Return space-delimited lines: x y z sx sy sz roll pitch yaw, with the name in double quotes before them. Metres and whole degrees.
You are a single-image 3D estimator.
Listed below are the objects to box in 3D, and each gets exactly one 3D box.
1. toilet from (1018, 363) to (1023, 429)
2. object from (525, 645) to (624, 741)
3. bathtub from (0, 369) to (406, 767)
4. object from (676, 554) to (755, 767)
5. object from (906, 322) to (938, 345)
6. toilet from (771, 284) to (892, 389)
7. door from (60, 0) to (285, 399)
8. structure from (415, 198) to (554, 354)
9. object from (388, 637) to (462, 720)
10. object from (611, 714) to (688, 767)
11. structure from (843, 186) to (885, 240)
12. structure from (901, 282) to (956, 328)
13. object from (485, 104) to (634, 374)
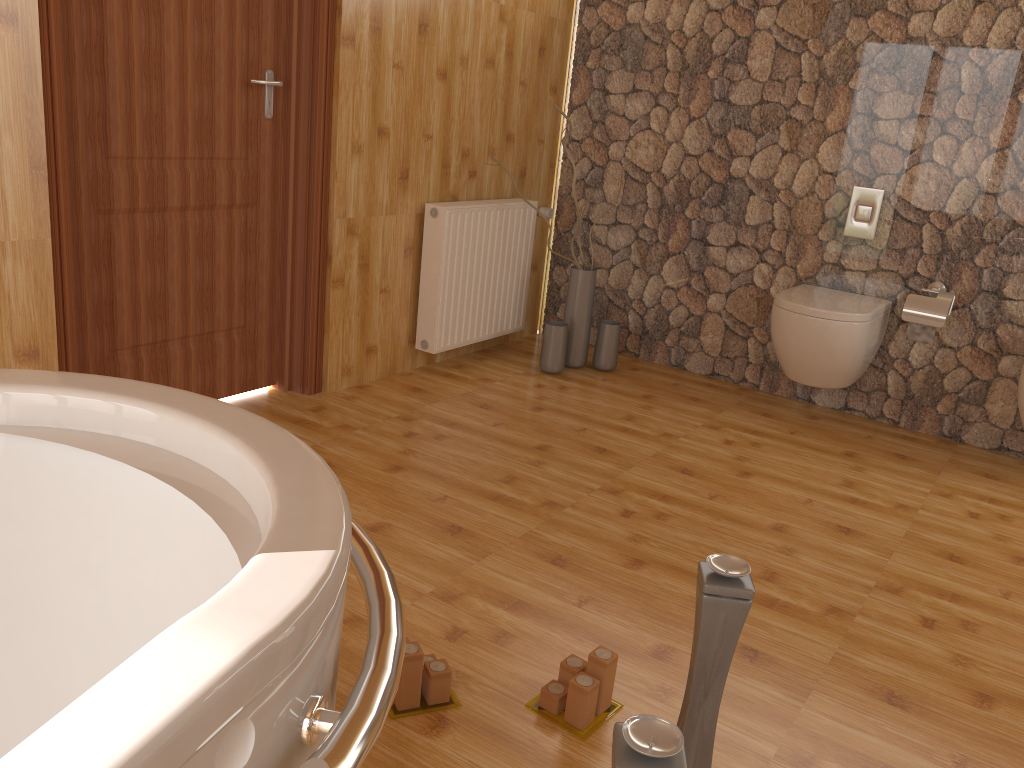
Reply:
"toilet" 1.948 0.050 3.054 0.371 0.337 0.507 17 21 30
"object" 0.130 0.574 1.726 0.141 0.131 0.141 19 21 34
"bathtub" -0.904 0.428 0.559 0.977 0.900 1.946 18 21 33
"object" 0.759 0.168 0.246 0.347 1.921 2.276 1 18 -15
"object" 1.593 -0.238 3.420 0.098 0.151 0.090 17 21 30
"toilet" 1.221 -0.170 3.501 0.371 0.337 0.507 17 21 30
"door" -0.999 -0.866 2.703 0.106 2.001 0.823 17 20 30
"structure" -0.104 -0.487 3.864 0.150 0.600 0.745 17 21 30
"object" -0.182 0.541 1.723 0.141 0.131 0.141 -2 19 -24
"object" 0.130 0.609 1.041 0.080 0.478 0.080 7 18 3
"structure" 1.409 -0.685 3.553 0.120 0.200 0.010 17 21 30
"structure" 1.608 -0.313 3.421 0.170 0.151 0.154 17 21 30
"object" 0.205 -0.600 3.791 0.658 1.123 0.277 -6 21 -34
